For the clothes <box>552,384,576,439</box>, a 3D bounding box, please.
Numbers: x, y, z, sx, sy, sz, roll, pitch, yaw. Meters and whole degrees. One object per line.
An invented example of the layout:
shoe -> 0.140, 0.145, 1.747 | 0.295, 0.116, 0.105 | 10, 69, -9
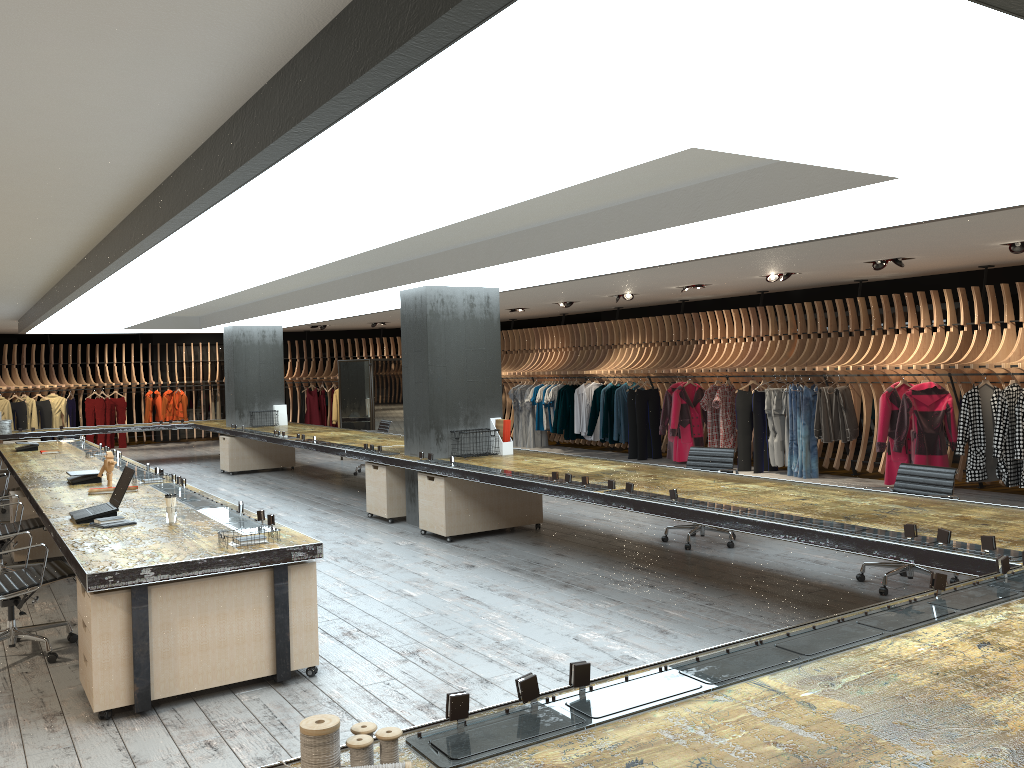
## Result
clothes -> 1.152, 0.537, 17.322 | 0.914, 1.081, 0.238 | -2, 0, -33

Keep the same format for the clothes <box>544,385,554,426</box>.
clothes -> 0.949, 0.460, 17.694 | 0.742, 0.938, 0.162 | -2, 0, -38

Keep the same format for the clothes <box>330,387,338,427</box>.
clothes -> -4.440, 0.638, 22.249 | 0.126, 1.129, 0.444 | -2, 0, 20

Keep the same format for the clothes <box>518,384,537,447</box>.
clothes -> 0.434, 0.728, 18.453 | 0.677, 1.434, 0.204 | -2, 0, -18

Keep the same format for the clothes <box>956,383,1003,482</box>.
clothes -> 5.540, 0.569, 10.340 | 0.773, 1.160, 0.191 | -2, 0, -12

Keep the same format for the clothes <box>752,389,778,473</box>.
clothes -> 3.771, 0.745, 13.188 | 0.539, 1.352, 0.087 | -2, 0, -33

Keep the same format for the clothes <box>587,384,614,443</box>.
clothes -> 1.765, 0.536, 16.348 | 0.914, 1.081, 0.238 | -2, 0, -28

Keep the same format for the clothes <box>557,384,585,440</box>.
clothes -> 1.264, 0.538, 17.145 | 0.914, 1.081, 0.238 | -2, 0, -28

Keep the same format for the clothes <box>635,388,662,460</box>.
clothes -> 2.370, 0.743, 15.374 | 0.539, 1.352, 0.087 | -2, 0, -28

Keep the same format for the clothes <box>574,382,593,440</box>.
clothes -> 1.508, 0.516, 16.806 | 0.733, 1.106, 0.165 | -2, 0, -28

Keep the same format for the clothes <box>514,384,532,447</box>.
clothes -> 0.360, 0.728, 18.573 | 0.677, 1.434, 0.203 | -2, 0, -43

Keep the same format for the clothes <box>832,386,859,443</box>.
clothes -> 4.532, 0.411, 12.118 | 0.336, 0.776, 0.254 | -2, 0, -17

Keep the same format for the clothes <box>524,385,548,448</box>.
clothes -> 0.506, 0.728, 18.338 | 0.203, 1.434, 0.677 | -1, 0, 42

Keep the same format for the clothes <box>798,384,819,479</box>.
clothes -> 4.188, 0.769, 12.442 | 0.373, 1.536, 0.312 | -2, 0, -21

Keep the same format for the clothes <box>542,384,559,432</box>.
clothes -> 0.875, 0.477, 17.815 | 0.743, 0.960, 0.167 | -2, 0, -39

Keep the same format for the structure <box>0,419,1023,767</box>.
structure -> -2.622, 1.135, 9.703 | 4.837, 0.844, 18.473 | -2, 1, -32

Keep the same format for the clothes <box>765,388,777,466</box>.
clothes -> 3.848, 0.633, 12.997 | 0.273, 1.143, 0.170 | -2, 0, 0

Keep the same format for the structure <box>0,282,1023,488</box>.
structure -> 0.078, 0.254, 6.608 | 14.886, 2.440, 36.550 | -2, 1, -32

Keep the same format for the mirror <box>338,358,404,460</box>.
mirror -> -2.237, 0.467, 16.516 | 2.111, 1.892, 0.443 | -2, 0, 9

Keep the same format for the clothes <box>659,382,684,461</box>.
clothes -> 2.781, 0.618, 14.739 | 0.840, 1.312, 0.321 | -2, 0, -33

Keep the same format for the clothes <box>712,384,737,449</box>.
clothes -> 3.361, 0.507, 13.768 | 0.179, 1.030, 0.760 | -1, 0, 43

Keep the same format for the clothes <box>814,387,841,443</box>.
clothes -> 4.336, 0.422, 12.200 | 0.278, 0.767, 0.263 | -2, 0, -25

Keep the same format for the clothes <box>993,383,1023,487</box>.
clothes -> 5.707, 0.569, 10.100 | 0.773, 1.160, 0.191 | -2, 0, -32

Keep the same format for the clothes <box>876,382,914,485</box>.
clothes -> 4.987, 0.627, 11.237 | 0.840, 1.312, 0.321 | -2, 0, -13

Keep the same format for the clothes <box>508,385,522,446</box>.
clothes -> 0.284, 0.728, 18.691 | 0.677, 1.434, 0.204 | -2, 0, -18

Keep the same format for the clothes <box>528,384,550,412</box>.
clothes -> 0.692, 0.464, 18.044 | 0.743, 0.931, 0.158 | -2, 0, -8

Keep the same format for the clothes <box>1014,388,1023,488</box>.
clothes -> 5.815, 0.570, 9.903 | 0.773, 1.160, 0.191 | -2, 0, -42

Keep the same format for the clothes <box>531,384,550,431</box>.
clothes -> 0.697, 0.481, 17.932 | 0.738, 0.971, 0.167 | -2, 0, -24

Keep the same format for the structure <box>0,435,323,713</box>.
structure -> -4.289, 1.198, 8.905 | 1.162, 0.844, 10.450 | -2, 1, -32

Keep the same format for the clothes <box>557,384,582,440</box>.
clothes -> 1.223, 0.537, 17.222 | 0.914, 1.081, 0.238 | -2, 0, -33

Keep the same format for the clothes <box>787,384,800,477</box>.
clothes -> 4.048, 0.761, 12.699 | 0.277, 1.543, 0.316 | -2, 0, -33

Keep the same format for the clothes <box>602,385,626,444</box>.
clothes -> 1.961, 0.536, 16.052 | 0.914, 1.081, 0.238 | -2, 0, -33

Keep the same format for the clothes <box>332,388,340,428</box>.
clothes -> -4.139, 0.589, 22.184 | 0.777, 1.053, 0.151 | -2, 0, -32

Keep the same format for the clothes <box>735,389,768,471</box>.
clothes -> 3.648, 0.746, 13.350 | 0.539, 1.352, 0.087 | -2, 0, 7

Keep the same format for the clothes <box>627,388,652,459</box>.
clothes -> 2.283, 0.742, 15.546 | 0.539, 1.352, 0.087 | -2, 0, -8

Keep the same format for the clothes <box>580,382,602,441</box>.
clothes -> 1.561, 0.518, 16.615 | 0.733, 1.106, 0.165 | -2, 0, -33

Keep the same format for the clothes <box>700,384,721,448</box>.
clothes -> 3.255, 0.508, 13.965 | 0.761, 1.020, 0.187 | -2, 0, -32

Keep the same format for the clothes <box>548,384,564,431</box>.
clothes -> 1.040, 0.464, 17.439 | 0.734, 0.937, 0.164 | -2, 0, -29

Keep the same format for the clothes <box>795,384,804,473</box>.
clothes -> 4.155, 0.647, 12.595 | 0.316, 1.291, 0.277 | -2, 0, 22

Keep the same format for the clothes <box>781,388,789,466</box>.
clothes -> 3.999, 0.632, 12.840 | 0.170, 1.143, 0.273 | -2, 0, 15

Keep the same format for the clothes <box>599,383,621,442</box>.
clothes -> 1.899, 0.507, 16.160 | 0.715, 1.088, 0.257 | -2, 0, -37

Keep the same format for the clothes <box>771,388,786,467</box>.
clothes -> 3.894, 0.632, 12.900 | 0.278, 1.141, 0.172 | -2, 0, -25

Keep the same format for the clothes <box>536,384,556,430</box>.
clothes -> 0.821, 0.464, 17.840 | 0.743, 0.931, 0.158 | -2, 0, -28

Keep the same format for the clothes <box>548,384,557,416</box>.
clothes -> 0.954, 0.478, 17.605 | 0.167, 0.950, 0.743 | -1, 0, 41

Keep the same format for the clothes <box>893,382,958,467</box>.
clothes -> 5.142, 0.627, 10.994 | 0.840, 1.312, 0.321 | -2, 0, -3

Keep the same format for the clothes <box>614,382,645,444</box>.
clothes -> 2.133, 0.508, 15.789 | 0.715, 1.088, 0.257 | -2, 0, -27

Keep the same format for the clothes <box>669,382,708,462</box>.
clothes -> 2.934, 0.618, 14.493 | 0.840, 1.312, 0.321 | -2, 0, -23
